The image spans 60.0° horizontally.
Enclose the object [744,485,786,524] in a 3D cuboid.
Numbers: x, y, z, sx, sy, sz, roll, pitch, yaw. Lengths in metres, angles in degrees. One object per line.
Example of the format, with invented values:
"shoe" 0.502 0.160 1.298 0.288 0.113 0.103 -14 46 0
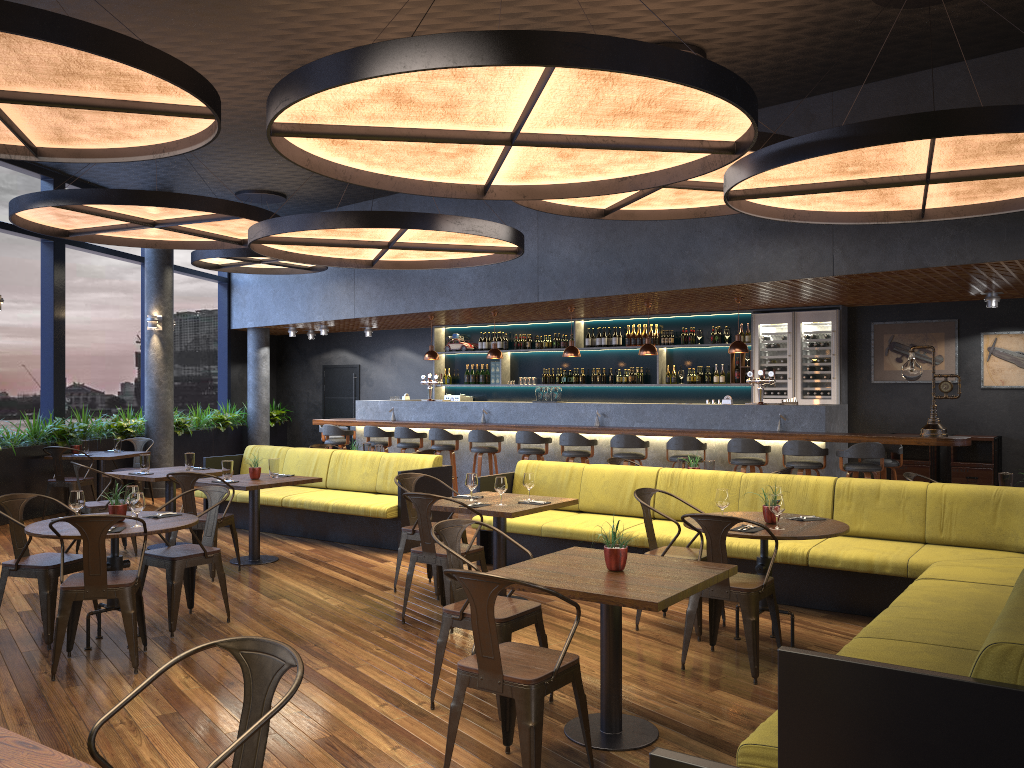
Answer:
"object" 1.631 0.736 5.579 0.238 0.271 0.260 0 0 -34

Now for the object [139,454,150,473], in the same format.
"object" -3.684 0.798 8.900 0.102 0.178 0.102 0 0 10

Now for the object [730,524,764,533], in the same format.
"object" 1.426 0.865 5.340 0.157 0.019 0.255 0 0 37

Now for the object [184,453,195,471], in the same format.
"object" -3.307 0.798 9.096 0.102 0.178 0.102 0 0 10

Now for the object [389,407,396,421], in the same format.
"object" -1.840 0.461 13.656 0.114 0.203 0.069 0 0 -8

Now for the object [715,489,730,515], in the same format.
"object" 1.337 0.772 5.633 0.097 0.206 0.097 0 0 -31

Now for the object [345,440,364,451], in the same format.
"object" -1.818 0.754 10.253 0.260 0.271 0.238 0 0 40

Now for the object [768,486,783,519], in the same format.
"object" 1.727 0.772 5.807 0.097 0.206 0.097 0 0 -14

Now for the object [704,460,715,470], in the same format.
"object" 1.804 0.790 8.114 0.102 0.178 0.102 0 0 20

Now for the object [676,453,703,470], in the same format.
"object" 1.692 0.745 8.244 0.238 0.271 0.260 0 0 -34

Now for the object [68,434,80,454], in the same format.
"object" -5.651 0.761 11.450 0.238 0.271 0.260 0 0 36

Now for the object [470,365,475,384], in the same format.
"object" -0.684 -0.162 15.366 0.094 0.340 0.094 0 0 -41

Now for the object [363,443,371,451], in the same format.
"object" -1.749 0.802 10.707 0.102 0.178 0.102 0 0 -20

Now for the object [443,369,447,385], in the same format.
"object" -1.193 -0.128 15.798 0.079 0.281 0.079 0 0 -37

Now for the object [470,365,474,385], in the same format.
"object" -0.696 -0.161 15.482 0.094 0.340 0.094 0 0 41

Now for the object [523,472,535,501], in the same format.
"object" 0.129 0.777 6.721 0.097 0.206 0.097 0 0 26

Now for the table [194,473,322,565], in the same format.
"table" -2.412 1.267 8.260 0.906 0.763 0.887 0 0 34

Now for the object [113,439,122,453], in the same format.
"object" -5.151 0.808 11.576 0.102 0.178 0.102 0 0 27

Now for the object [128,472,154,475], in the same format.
"object" -3.663 0.877 8.727 0.255 0.019 0.157 0 0 34

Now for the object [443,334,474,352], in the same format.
"object" -0.943 -0.727 15.615 0.579 0.319 0.229 0 0 35

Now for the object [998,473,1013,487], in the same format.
"object" 3.848 0.785 6.912 0.102 0.178 0.102 0 0 20

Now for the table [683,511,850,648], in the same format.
"table" 1.591 1.255 5.593 1.007 0.760 1.007 0 0 -18

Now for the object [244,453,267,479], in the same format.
"object" -2.384 0.749 8.256 0.238 0.271 0.260 0 0 -17

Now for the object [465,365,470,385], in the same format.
"object" -0.773 -0.161 15.411 0.094 0.340 0.094 0 0 -33

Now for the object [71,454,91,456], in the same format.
"object" -5.396 0.886 11.080 0.255 0.019 0.157 0 0 10

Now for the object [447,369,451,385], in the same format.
"object" -1.117 -0.128 15.749 0.079 0.281 0.079 0 0 38

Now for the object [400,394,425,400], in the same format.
"object" -1.651 0.213 15.096 0.200 0.106 0.766 0 0 35

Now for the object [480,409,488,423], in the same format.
"object" -0.402 0.456 12.681 0.114 0.203 0.069 0 0 -5

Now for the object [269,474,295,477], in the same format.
"object" -2.196 0.875 8.523 0.255 0.019 0.157 0 0 34

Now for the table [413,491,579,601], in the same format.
"table" -0.112 1.260 6.657 0.887 0.763 0.906 0 0 34

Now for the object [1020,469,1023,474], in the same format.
"object" 3.928 0.738 6.689 0.238 0.271 0.260 0 0 36

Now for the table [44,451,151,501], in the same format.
"table" -5.304 1.279 11.398 0.887 0.763 0.906 0 0 9

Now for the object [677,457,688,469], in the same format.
"object" 1.629 0.792 8.459 0.102 0.178 0.102 0 0 -20

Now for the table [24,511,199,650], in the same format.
"table" -2.525 1.259 5.637 1.007 0.760 1.007 0 0 22

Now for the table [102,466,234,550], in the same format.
"table" -3.481 1.270 8.994 0.887 0.763 0.906 0 0 34

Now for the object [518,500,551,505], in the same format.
"object" 0.147 0.870 6.548 0.255 0.019 0.157 0 0 35

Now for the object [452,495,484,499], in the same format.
"object" -0.323 0.872 6.862 0.255 0.019 0.157 0 0 35

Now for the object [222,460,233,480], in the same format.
"object" -2.620 0.795 8.167 0.102 0.178 0.102 0 0 40

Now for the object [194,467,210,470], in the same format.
"object" -3.260 0.879 9.256 0.255 0.019 0.157 0 0 34

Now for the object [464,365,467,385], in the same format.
"object" -0.787 -0.161 15.538 0.094 0.340 0.094 0 0 -20

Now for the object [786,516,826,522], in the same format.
"object" 1.884 0.866 5.731 0.255 0.019 0.157 0 0 -23

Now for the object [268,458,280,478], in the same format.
"object" -2.244 0.795 8.363 0.102 0.178 0.102 0 0 0

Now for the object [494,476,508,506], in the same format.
"object" -0.080 0.776 6.431 0.097 0.206 0.097 0 0 35

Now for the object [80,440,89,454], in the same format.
"object" -5.417 0.807 11.246 0.102 0.178 0.102 0 0 17

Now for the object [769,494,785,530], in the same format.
"object" 1.600 0.771 5.352 0.097 0.206 0.097 0 0 -17

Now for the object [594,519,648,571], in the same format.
"object" 0.473 0.733 4.148 0.260 0.271 0.238 0 0 -20

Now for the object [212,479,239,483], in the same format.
"object" -2.599 0.874 7.994 0.255 0.019 0.157 0 0 34

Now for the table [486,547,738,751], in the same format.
"table" 0.458 1.251 4.142 0.906 0.763 0.887 0 0 34

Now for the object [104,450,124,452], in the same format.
"object" -5.239 0.888 11.726 0.255 0.019 0.157 0 0 10

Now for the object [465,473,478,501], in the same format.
"object" -0.305 0.777 6.689 0.097 0.206 0.097 0 0 26

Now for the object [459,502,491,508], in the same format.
"object" -0.253 0.870 6.412 0.157 0.019 0.255 0 0 35

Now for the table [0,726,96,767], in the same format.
"table" -1.244 1.245 1.672 0.906 0.763 0.887 0 0 34

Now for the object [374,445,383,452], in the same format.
"object" -1.553 0.800 10.331 0.102 0.178 0.102 0 0 20
